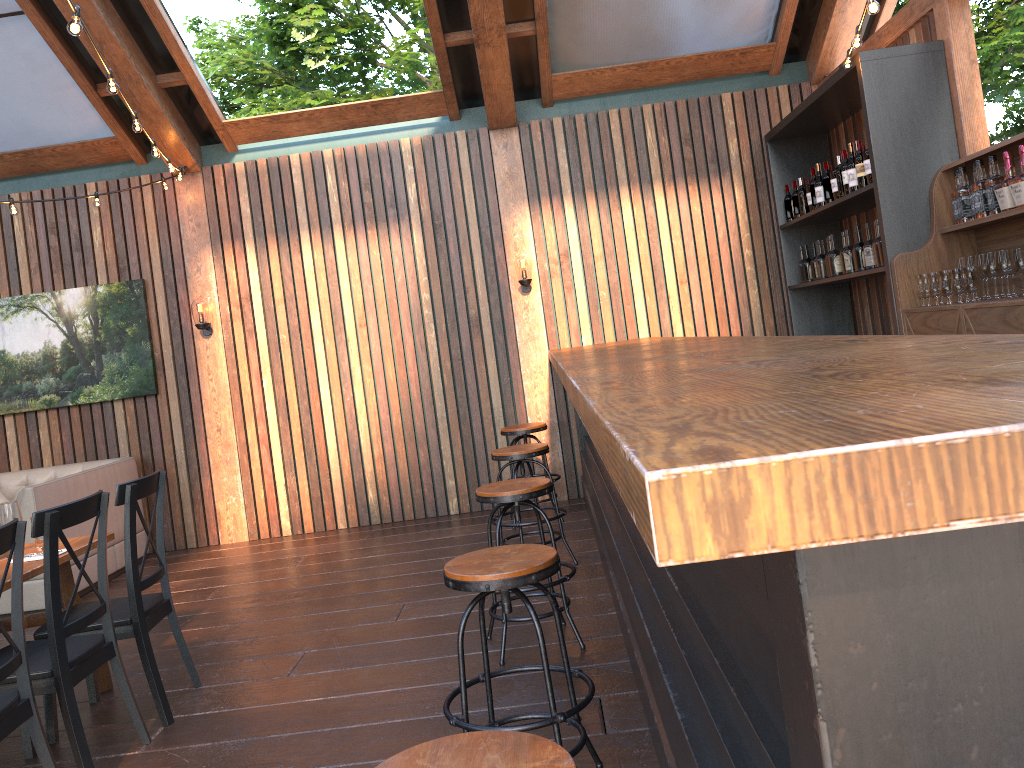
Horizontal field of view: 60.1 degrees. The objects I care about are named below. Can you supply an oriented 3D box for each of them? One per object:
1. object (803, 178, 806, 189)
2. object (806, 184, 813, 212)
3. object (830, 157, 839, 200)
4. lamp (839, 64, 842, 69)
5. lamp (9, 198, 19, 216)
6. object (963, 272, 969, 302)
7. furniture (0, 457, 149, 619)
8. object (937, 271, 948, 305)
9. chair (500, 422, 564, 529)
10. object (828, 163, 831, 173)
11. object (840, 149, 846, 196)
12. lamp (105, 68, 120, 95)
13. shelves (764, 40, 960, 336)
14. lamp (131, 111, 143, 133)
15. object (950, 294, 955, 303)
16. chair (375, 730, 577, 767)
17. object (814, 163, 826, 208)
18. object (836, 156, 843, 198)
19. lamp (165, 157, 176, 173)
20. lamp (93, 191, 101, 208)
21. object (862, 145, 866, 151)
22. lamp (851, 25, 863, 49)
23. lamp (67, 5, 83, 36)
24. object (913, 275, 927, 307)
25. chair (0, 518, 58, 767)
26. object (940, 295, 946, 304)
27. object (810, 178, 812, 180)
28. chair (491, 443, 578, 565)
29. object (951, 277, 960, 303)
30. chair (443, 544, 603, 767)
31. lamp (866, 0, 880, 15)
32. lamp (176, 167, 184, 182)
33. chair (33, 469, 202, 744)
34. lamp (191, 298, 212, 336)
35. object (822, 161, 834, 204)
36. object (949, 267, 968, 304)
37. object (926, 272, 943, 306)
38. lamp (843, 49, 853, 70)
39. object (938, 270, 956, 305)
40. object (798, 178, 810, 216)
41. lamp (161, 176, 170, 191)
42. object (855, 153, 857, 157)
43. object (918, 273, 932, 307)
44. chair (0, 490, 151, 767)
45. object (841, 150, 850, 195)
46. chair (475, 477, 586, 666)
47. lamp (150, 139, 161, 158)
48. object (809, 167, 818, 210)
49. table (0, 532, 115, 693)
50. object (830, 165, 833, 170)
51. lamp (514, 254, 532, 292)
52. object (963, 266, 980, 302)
[{"bbox_3d":[2.307,-1.467,6.957,0.078,0.312,0.078,-8,-1,-3],"label":"object"},{"bbox_3d":[2.323,-1.461,6.769,0.137,0.316,0.135,-7,-1,-36],"label":"object"},{"bbox_3d":[2.292,-1.428,6.169,0.137,0.316,0.135,-7,-1,-36],"label":"object"},{"bbox_3d":[2.232,-2.104,5.998,0.056,0.120,0.058,-7,-1,-44],"label":"lamp"},{"bbox_3d":[-3.344,-1.189,5.934,0.056,0.121,0.056,-8,0,18],"label":"lamp"},{"bbox_3d":[2.421,-0.529,4.732,0.070,0.186,0.070,-8,-1,6],"label":"object"},{"bbox_3d":[-5.128,1.333,6.742,4.155,0.860,1.711,-8,2,2],"label":"furniture"},{"bbox_3d":[2.349,-0.522,4.790,0.070,0.186,0.070,-8,-1,6],"label":"object"},{"bbox_3d":[0.137,0.687,6.811,0.467,0.736,0.468,-8,0,9],"label":"chair"},{"bbox_3d":[2.294,-1.437,6.371,0.078,0.312,0.078,-8,-1,-3],"label":"object"},{"bbox_3d":[2.255,-1.419,5.965,0.081,0.324,0.080,-7,-1,-20],"label":"object"},{"bbox_3d":[-1.883,-1.424,4.167,0.057,0.120,0.056,-7,-1,-42],"label":"lamp"},{"bbox_3d":[2.531,-0.667,6.334,0.502,2.832,2.203,-8,0,2],"label":"shelves"},{"bbox_3d":[-2.079,-1.451,4.902,0.056,0.120,0.056,-7,-1,-38],"label":"lamp"},{"bbox_3d":[2.424,-0.538,4.911,0.070,0.186,0.070,-8,-1,6],"label":"object"},{"bbox_3d":[-0.027,0.972,1.343,0.468,0.736,0.467,-8,0,-11],"label":"chair"},{"bbox_3d":[2.257,-1.447,6.465,0.088,0.335,0.087,-7,-1,-18],"label":"object"},{"bbox_3d":[2.260,-1.413,6.057,0.075,0.303,0.075,-7,-1,-15],"label":"object"},{"bbox_3d":[-2.454,-1.577,6.368,0.056,0.119,0.061,-8,0,18],"label":"lamp"},{"bbox_3d":[-3.115,-1.385,6.646,0.066,0.118,0.057,-8,0,31],"label":"lamp"},{"bbox_3d":[2.333,-1.416,5.826,0.078,0.312,0.078,-8,-1,-3],"label":"object"},{"bbox_3d":[1.775,-1.785,4.559,0.061,0.119,0.056,-8,0,1],"label":"lamp"},{"bbox_3d":[-1.695,-1.407,3.423,0.056,0.120,0.056,-8,0,8],"label":"lamp"},{"bbox_3d":[2.343,-0.535,5.061,0.070,0.186,0.070,-8,-1,6],"label":"object"},{"bbox_3d":[-1.792,0.996,2.773,0.540,1.021,0.477,-8,0,-3],"label":"chair"},{"bbox_3d":[2.416,-0.542,4.999,0.070,0.186,0.070,-8,-1,6],"label":"object"},{"bbox_3d":[2.394,-1.479,6.987,0.077,0.309,0.077,-7,-1,-20],"label":"object"},{"bbox_3d":[0.096,0.758,5.444,0.469,0.736,0.466,-8,0,-15],"label":"chair"},{"bbox_3d":[2.427,-0.535,4.827,0.070,0.186,0.070,-8,-1,6],"label":"object"},{"bbox_3d":[0.014,0.901,2.710,0.466,0.736,0.469,-8,0,26],"label":"chair"},{"bbox_3d":[1.559,-1.659,3.831,0.056,0.121,0.056,-8,-1,35],"label":"lamp"},{"bbox_3d":[-2.669,-1.682,7.100,0.056,0.120,0.056,-7,-1,-37],"label":"lamp"},{"bbox_3d":[-1.758,0.938,3.893,0.540,1.021,0.477,-8,0,-3],"label":"chair"},{"bbox_3d":[-2.633,-0.570,7.511,0.146,0.320,0.178,-8,0,2],"label":"lamp"},{"bbox_3d":[2.246,-1.426,6.282,0.077,0.309,0.077,-7,-1,-20],"label":"object"},{"bbox_3d":[2.329,-0.512,4.616,0.070,0.186,0.070,-8,-1,6],"label":"object"},{"bbox_3d":[2.332,-0.524,4.878,0.070,0.186,0.070,-8,-1,6],"label":"object"},{"bbox_3d":[2.002,-1.934,5.279,0.061,0.119,0.056,-8,0,8],"label":"lamp"},{"bbox_3d":[2.318,-0.515,4.712,0.070,0.186,0.070,-8,-1,6],"label":"object"},{"bbox_3d":[2.263,-1.452,6.875,0.075,0.303,0.075,-8,-1,19],"label":"object"},{"bbox_3d":[-2.878,-1.660,7.337,0.065,0.118,0.056,-7,0,-38],"label":"lamp"},{"bbox_3d":[2.362,-1.428,6.058,0.077,0.307,0.077,-8,-1,18],"label":"object"},{"bbox_3d":[2.333,-0.529,4.976,0.070,0.186,0.070,-8,-1,6],"label":"object"},{"bbox_3d":[-1.775,0.967,3.334,0.539,1.021,0.477,-8,0,2],"label":"chair"},{"bbox_3d":[2.230,-1.402,5.873,0.077,0.307,0.077,-8,-1,18],"label":"object"},{"bbox_3d":[0.055,0.830,4.077,0.469,0.736,0.466,-8,0,-23],"label":"chair"},{"bbox_3d":[-2.275,-1.499,5.637,0.059,0.119,0.056,-7,-1,-45],"label":"lamp"},{"bbox_3d":[2.255,-1.448,6.567,0.081,0.324,0.080,-7,-1,-20],"label":"object"},{"bbox_3d":[-2.392,1.208,3.095,0.950,0.730,2.433,-8,2,2],"label":"table"},{"bbox_3d":[2.376,-1.456,6.526,0.137,0.316,0.135,-7,-1,-36],"label":"object"},{"bbox_3d":[0.102,-0.933,7.434,0.146,0.320,0.178,-8,0,2],"label":"lamp"},{"bbox_3d":[2.413,-0.524,4.649,0.070,0.186,0.070,-8,-1,6],"label":"object"}]
